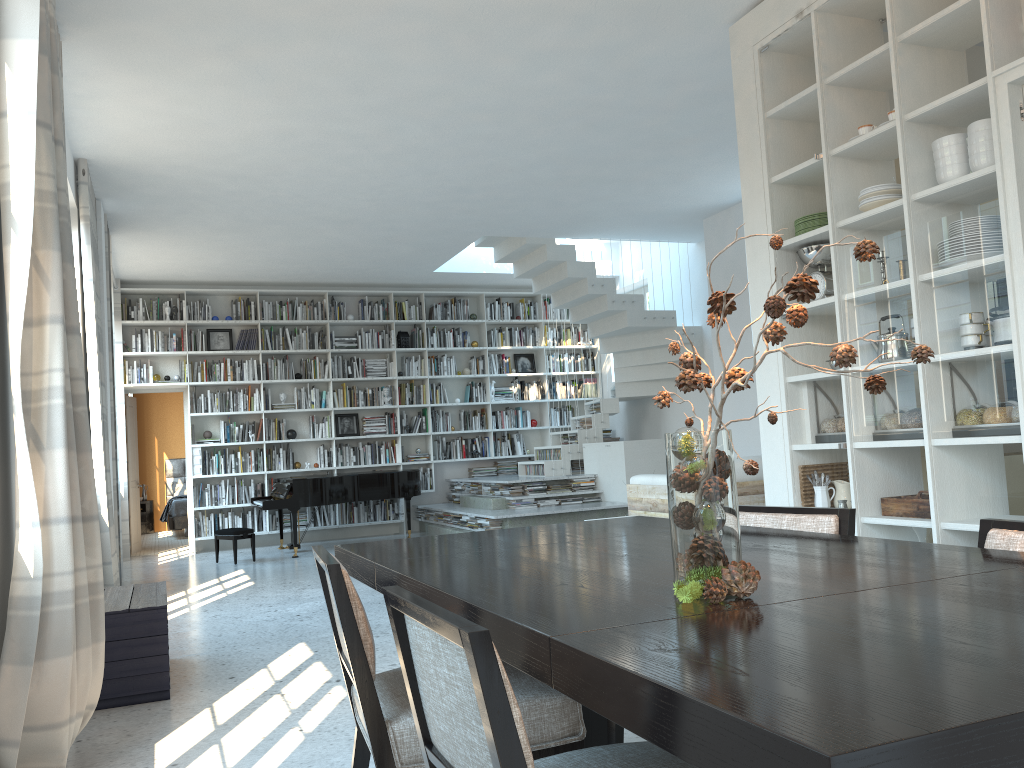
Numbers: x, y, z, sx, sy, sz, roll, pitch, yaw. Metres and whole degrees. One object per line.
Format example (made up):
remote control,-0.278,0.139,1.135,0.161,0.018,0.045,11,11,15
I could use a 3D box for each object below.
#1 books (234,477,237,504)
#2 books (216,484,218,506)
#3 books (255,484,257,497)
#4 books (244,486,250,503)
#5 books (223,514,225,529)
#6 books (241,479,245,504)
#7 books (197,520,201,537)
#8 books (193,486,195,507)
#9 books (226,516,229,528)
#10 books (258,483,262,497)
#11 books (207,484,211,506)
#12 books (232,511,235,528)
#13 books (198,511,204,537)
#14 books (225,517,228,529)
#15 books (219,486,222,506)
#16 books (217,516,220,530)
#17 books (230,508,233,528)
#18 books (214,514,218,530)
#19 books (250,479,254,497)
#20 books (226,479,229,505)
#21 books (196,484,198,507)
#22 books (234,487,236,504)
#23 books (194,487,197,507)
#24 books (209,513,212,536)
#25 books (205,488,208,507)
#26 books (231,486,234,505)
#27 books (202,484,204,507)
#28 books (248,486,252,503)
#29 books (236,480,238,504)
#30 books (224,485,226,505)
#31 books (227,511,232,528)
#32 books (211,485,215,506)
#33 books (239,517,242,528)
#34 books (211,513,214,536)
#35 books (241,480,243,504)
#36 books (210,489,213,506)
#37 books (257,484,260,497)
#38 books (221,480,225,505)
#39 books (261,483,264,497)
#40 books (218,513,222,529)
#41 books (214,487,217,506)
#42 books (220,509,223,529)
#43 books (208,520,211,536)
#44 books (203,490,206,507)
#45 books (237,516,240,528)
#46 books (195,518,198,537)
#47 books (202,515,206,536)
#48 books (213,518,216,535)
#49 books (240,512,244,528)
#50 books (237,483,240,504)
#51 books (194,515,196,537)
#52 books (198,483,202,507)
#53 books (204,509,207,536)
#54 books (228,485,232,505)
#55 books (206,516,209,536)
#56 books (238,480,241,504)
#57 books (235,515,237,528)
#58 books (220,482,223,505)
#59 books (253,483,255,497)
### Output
books,-3.345,1.290,10.725,0.014,0.325,0.171,-2,-4,-22
books,-3.542,1.331,10.645,0.013,0.256,0.189,-2,-4,-22
books,-3.136,1.335,10.839,0.030,0.227,0.140,-2,-4,-22
books,-3.231,1.342,10.781,0.059,0.216,0.177,-2,-4,-22
books,-3.472,1.685,10.669,0.022,0.246,0.135,-2,-4,-22
books,-3.266,1.301,10.768,0.013,0.301,0.173,-2,-4,-22
books,-3.722,1.718,10.536,0.029,0.190,0.176,-2,-4,-22
books,-3.795,1.342,10.567,0.012,0.254,0.161,-2,-4,-22
books,-3.428,1.701,10.691,0.014,0.211,0.146,-2,-4,-22
books,-3.087,1.329,10.853,0.026,0.235,0.140,-2,-4,-22
books,-3.633,1.329,10.615,0.029,0.266,0.172,-2,-4,-22
books,-3.360,1.670,10.693,0.025,0.266,0.159,-2,-4,-22
books,-3.704,1.667,10.564,0.044,0.293,0.181,-2,-4,-22
books,-3.437,1.704,10.655,0.030,0.201,0.168,-2,-4,-22
books,-3.516,1.344,10.663,0.028,0.229,0.157,-2,-4,-22
books,-3.524,1.698,10.635,0.022,0.221,0.163,-2,-4,-22
books,-3.386,1.653,10.704,0.014,0.304,0.139,-2,-4,-22
books,-3.549,1.684,10.637,0.022,0.252,0.139,-2,-4,-22
books,-3.171,1.305,10.819,0.025,0.287,0.131,-2,-4,-22
books,-3.437,1.302,10.692,0.039,0.307,0.172,-2,-4,-22
books,-3.748,1.327,10.555,0.011,0.277,0.189,-2,-4,-22
books,-3.362,1.350,10.736,0.013,0.209,0.155,-2,-4,-22
books,-3.771,1.348,10.562,0.029,0.239,0.154,-2,-4,-22
books,-3.598,1.679,10.590,0.013,0.261,0.174,-2,-4,-22
books,-3.653,1.352,10.599,0.022,0.220,0.187,-2,-4,-22
books,-3.382,1.343,10.729,0.028,0.224,0.134,-2,-4,-22
books,-3.700,1.329,10.605,0.010,0.273,0.150,-2,-4,-22
books,-3.197,1.349,10.814,0.030,0.203,0.142,-2,-4,-22
books,-3.336,1.306,10.737,0.012,0.295,0.176,-2,-4,-22
books,-3.466,1.342,10.699,0.012,0.232,0.148,-2,-4,-22
books,-3.399,1.671,10.677,0.031,0.266,0.186,-2,-4,-22
books,-3.594,1.339,10.657,0.022,0.248,0.134,-2,-4,-22
books,-3.283,1.706,10.712,0.031,0.187,0.190,-2,-4,-22
books,-3.584,1.677,10.603,0.023,0.266,0.177,-2,-4,-22
books,-3.284,1.307,10.766,0.022,0.290,0.137,-2,-4,-22
books,-3.613,1.364,10.643,0.025,0.199,0.137,-2,-4,-22
books,-3.096,1.330,10.810,0.023,0.228,0.190,-2,-4,-22
books,-3.485,1.309,10.691,0.027,0.299,0.142,-2,-4,-22
books,-3.057,1.330,10.855,0.030,0.230,0.151,-2,-4,-22
books,-3.505,1.680,10.650,0.027,0.256,0.160,-2,-4,-22
books,-3.559,1.348,10.635,0.028,0.223,0.189,-2,-4,-22
books,-3.482,1.657,10.645,0.013,0.300,0.184,-2,-4,-22
books,-3.619,1.719,10.599,0.022,0.186,0.145,-2,-4,-22
books,-3.682,1.366,10.610,0.024,0.197,0.148,-2,-4,-22
books,-3.314,1.698,10.708,0.028,0.206,0.171,-2,-4,-22
books,-3.757,1.709,10.552,0.023,0.216,0.158,-2,-4,-22
books,-3.673,1.691,10.582,0.024,0.246,0.143,-2,-4,-22
books,-3.567,1.708,10.624,0.022,0.205,0.159,-2,-4,-22
books,-3.259,1.677,10.724,0.023,0.244,0.188,-2,-4,-22
books,-3.322,1.327,10.760,0.029,0.254,0.153,-2,-4,-22
books,-3.774,1.690,10.546,0.012,0.254,0.161,-2,-4,-22
books,-3.722,1.323,10.575,0.052,0.283,0.172,-2,-4,-22
books,-3.658,1.654,10.588,0.011,0.318,0.157,-2,-4,-22
books,-3.411,1.338,10.722,0.031,0.238,0.132,-2,-4,-22
books,-3.638,1.699,10.586,0.022,0.226,0.155,-2,-4,-22
books,-3.305,1.312,10.771,0.013,0.284,0.139,-2,-4,-22
books,-3.337,1.693,10.700,0.021,0.218,0.191,-2,-4,-22
books,-3.505,1.323,10.690,0.013,0.273,0.146,-2,-4,-22
books,-3.143,1.326,10.800,0.011,0.239,0.174,-2,-4,-22
